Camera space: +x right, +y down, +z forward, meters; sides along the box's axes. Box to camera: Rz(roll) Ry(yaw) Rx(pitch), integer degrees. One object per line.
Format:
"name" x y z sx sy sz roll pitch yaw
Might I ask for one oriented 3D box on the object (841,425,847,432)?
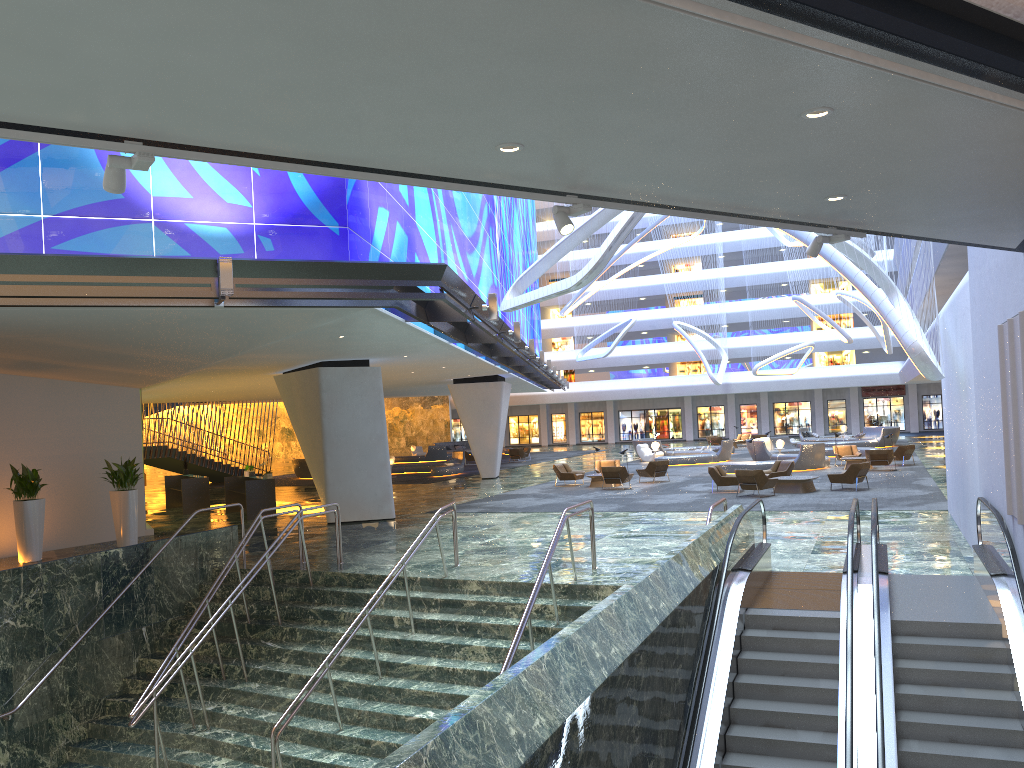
"object" 20.409 2.742 54.490 0.367 0.387 0.318 -3 -1 5

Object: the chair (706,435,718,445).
"chair" 12.412 3.544 54.246 0.929 0.766 0.940 -2 -2 -24

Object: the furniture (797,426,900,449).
"furniture" 18.704 2.920 49.540 5.188 0.969 9.927 -4 -2 19

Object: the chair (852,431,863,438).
"chair" 19.924 3.021 50.251 0.929 0.766 0.940 -2 -2 -34

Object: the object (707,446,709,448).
"object" 10.091 3.250 45.686 0.071 0.118 0.151 -3 -1 33

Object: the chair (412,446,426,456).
"chair" -6.132 4.563 58.454 0.728 0.882 1.158 -2 -2 -23

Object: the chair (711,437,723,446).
"chair" 12.110 3.452 51.437 0.938 0.766 0.930 -2 -2 -26

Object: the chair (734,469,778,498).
"chair" 6.609 2.683 24.102 0.938 0.766 0.930 -2 -2 -41

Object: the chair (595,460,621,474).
"chair" 3.458 3.135 31.889 0.929 0.766 0.939 -3 -1 6

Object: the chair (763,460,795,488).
"chair" 7.965 2.716 26.721 0.938 0.766 0.930 -2 -1 -16

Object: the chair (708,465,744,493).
"chair" 6.242 2.765 25.780 0.939 0.766 0.929 -3 -2 24

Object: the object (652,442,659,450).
"object" 6.792 2.928 41.933 0.367 0.387 0.318 -3 -1 5

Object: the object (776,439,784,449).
"object" 11.312 2.531 37.377 0.367 0.387 0.318 -3 -1 30

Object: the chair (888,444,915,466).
"chair" 14.306 2.631 32.725 0.929 0.766 0.940 -2 -2 -34

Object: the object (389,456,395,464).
"object" -5.560 3.494 40.756 0.318 0.387 0.366 -3 -1 30

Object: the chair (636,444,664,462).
"chair" 6.682 3.335 42.833 1.158 0.882 0.728 -4 -2 42

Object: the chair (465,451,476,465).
"chair" -2.240 4.066 48.932 0.938 0.766 0.930 -3 -1 -6

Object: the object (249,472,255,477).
"object" -7.808 2.708 26.608 0.150 0.145 0.150 -2 -1 -34

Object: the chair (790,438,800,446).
"chair" 16.110 3.350 50.469 0.490 0.501 0.587 -2 -2 -33

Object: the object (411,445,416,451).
"object" -6.414 4.176 57.584 0.367 0.387 0.318 -3 -1 30

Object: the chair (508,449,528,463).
"chair" 0.291 3.936 48.821 0.930 0.766 0.938 -3 -1 21

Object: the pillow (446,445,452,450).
"pillow" -4.536 4.444 61.754 0.315 0.386 0.784 -4 -2 39

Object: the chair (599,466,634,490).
"chair" 3.353 3.013 28.539 0.930 0.766 0.938 -4 -2 29

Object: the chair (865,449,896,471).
"chair" 12.763 2.631 30.713 0.930 0.766 0.938 -4 -2 29

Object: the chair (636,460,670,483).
"chair" 4.895 3.013 30.552 0.929 0.766 0.940 -2 -2 -34

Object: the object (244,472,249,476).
"object" -8.044 2.732 26.941 0.150 0.145 0.150 -2 -1 -34

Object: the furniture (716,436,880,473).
"furniture" 11.274 2.786 36.348 5.191 0.969 9.922 -5 -3 39

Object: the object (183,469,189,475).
"object" -10.990 2.970 29.876 0.158 0.181 0.158 -2 -1 -23

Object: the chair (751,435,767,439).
"chair" 14.528 3.361 52.193 0.929 0.766 0.939 -3 -1 1

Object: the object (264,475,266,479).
"object" -6.980 2.631 25.195 0.111 0.108 0.108 -2 -1 -33

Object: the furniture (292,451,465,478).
"furniture" -6.571 3.914 42.853 9.937 0.969 5.183 -5 -3 39

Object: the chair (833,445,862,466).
"chair" 12.869 2.753 34.063 0.929 0.766 0.939 -3 -1 6

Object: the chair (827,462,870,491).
"chair" 9.382 2.566 24.619 0.929 0.766 0.940 -2 -2 -43

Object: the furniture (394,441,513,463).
"furniture" -4.305 4.402 58.610 5.191 0.969 9.922 -5 -3 39

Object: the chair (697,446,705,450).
"chair" 9.276 3.523 46.135 1.784 0.501 0.586 -2 -1 -14

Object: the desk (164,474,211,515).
"desk" -10.525 3.541 28.671 0.813 1.097 2.981 -2 -2 -31

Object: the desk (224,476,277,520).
"desk" -7.708 3.300 26.002 0.813 1.097 2.981 -2 -2 -29

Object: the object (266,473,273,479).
"object" -6.848 2.597 24.987 0.149 0.149 0.149 -2 -1 -33

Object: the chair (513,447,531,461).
"chair" 0.561 3.997 50.767 0.938 0.766 0.930 -2 -2 -29

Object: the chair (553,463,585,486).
"chair" 1.985 3.175 31.009 0.939 0.766 0.929 -4 -2 31

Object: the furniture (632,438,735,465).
"furniture" 8.291 3.214 43.741 5.187 0.969 9.929 -3 -2 14

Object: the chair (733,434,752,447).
"chair" 14.123 3.455 54.115 0.930 0.766 0.938 -4 -2 41
